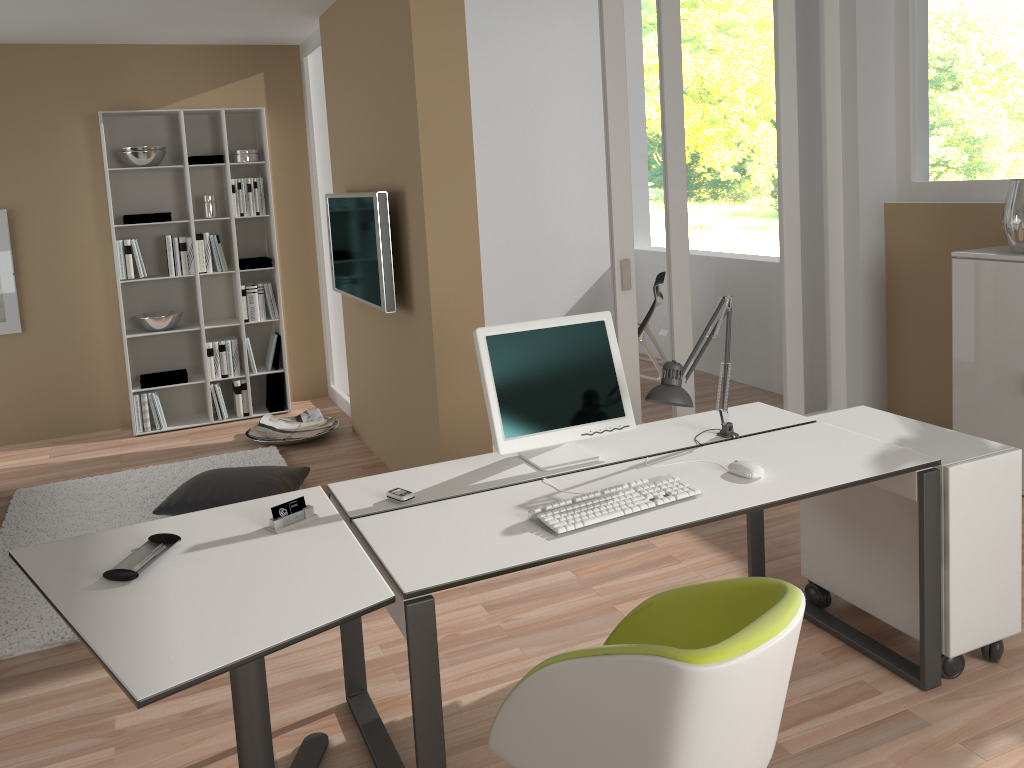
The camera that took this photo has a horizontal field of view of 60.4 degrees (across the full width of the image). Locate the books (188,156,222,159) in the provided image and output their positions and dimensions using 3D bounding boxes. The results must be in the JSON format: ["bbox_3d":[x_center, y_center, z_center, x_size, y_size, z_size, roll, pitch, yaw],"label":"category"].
[{"bbox_3d":[-2.123,-1.558,6.060,0.212,0.007,0.301,-10,15,-27],"label":"books"}]

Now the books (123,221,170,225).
[{"bbox_3d":[-2.456,-1.089,5.928,0.299,0.007,0.213,-9,14,-23],"label":"books"}]

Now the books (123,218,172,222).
[{"bbox_3d":[-2.458,-1.105,5.926,0.299,0.006,0.213,-9,14,-24],"label":"books"}]

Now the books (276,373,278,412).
[{"bbox_3d":[-1.706,0.047,6.331,0.032,0.265,0.213,-6,9,-22],"label":"books"}]

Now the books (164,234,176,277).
[{"bbox_3d":[-2.327,-0.877,5.990,0.040,0.271,0.210,-6,9,-22],"label":"books"}]

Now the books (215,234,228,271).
[{"bbox_3d":[-2.031,-0.920,6.139,0.058,0.254,0.210,-6,9,-22],"label":"books"}]

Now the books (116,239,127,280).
[{"bbox_3d":[-2.604,-0.833,5.868,0.040,0.255,0.210,-6,9,-22],"label":"books"}]

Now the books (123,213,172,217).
[{"bbox_3d":[-2.455,-1.138,5.924,0.299,0.007,0.213,-9,14,-23],"label":"books"}]

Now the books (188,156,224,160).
[{"bbox_3d":[-2.120,-1.554,6.065,0.212,0.007,0.301,-10,15,-27],"label":"books"}]

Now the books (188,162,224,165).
[{"bbox_3d":[-2.121,-1.516,6.068,0.212,0.006,0.301,-10,15,-27],"label":"books"}]

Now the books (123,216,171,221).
[{"bbox_3d":[-2.456,-1.116,5.927,0.299,0.006,0.213,-9,14,-23],"label":"books"}]

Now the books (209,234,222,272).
[{"bbox_3d":[-2.066,-0.912,6.111,0.060,0.256,0.210,-6,9,-22],"label":"books"}]

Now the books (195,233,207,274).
[{"bbox_3d":[-2.155,-0.905,6.075,0.053,0.268,0.210,-6,9,-22],"label":"books"}]

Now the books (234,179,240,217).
[{"bbox_3d":[-1.924,-1.295,6.128,0.020,0.255,0.210,-6,9,-22],"label":"books"}]

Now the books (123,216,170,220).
[{"bbox_3d":[-2.457,-1.121,5.924,0.299,0.006,0.213,-9,14,-21],"label":"books"}]

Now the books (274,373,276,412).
[{"bbox_3d":[-1.717,0.049,6.327,0.032,0.265,0.213,-6,9,-22],"label":"books"}]

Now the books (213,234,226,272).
[{"bbox_3d":[-2.041,-0.913,6.118,0.058,0.254,0.210,-6,9,-22],"label":"books"}]

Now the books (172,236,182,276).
[{"bbox_3d":[-2.288,-0.875,6.007,0.040,0.255,0.210,-6,9,-22],"label":"books"}]

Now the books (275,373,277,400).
[{"bbox_3d":[-1.712,0.045,6.329,0.032,0.270,0.222,-6,9,-22],"label":"books"}]

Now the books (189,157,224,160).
[{"bbox_3d":[-2.120,-1.549,6.066,0.212,0.007,0.301,-10,15,-27],"label":"books"}]

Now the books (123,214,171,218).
[{"bbox_3d":[-2.459,-1.133,5.928,0.299,0.007,0.213,-9,14,-23],"label":"books"}]

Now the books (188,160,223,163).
[{"bbox_3d":[-2.121,-1.532,6.065,0.212,0.006,0.301,-10,15,-27],"label":"books"}]

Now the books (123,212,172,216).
[{"bbox_3d":[-2.455,-1.143,5.925,0.299,0.006,0.213,-9,14,-23],"label":"books"}]

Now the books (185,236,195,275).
[{"bbox_3d":[-2.212,-0.884,6.042,0.040,0.248,0.210,-6,10,-22],"label":"books"}]

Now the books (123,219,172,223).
[{"bbox_3d":[-2.456,-1.100,5.928,0.299,0.006,0.213,-9,14,-23],"label":"books"}]

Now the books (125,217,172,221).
[{"bbox_3d":[-2.455,-1.111,5.927,0.299,0.006,0.213,-9,14,-23],"label":"books"}]

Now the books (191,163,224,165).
[{"bbox_3d":[-2.122,-1.511,6.069,0.212,0.007,0.301,-10,15,-27],"label":"books"}]

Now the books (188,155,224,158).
[{"bbox_3d":[-2.122,-1.563,6.059,0.212,0.006,0.301,-10,15,-27],"label":"books"}]

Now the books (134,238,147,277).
[{"bbox_3d":[-2.498,-0.852,5.922,0.058,0.254,0.210,-6,9,-22],"label":"books"}]

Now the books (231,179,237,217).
[{"bbox_3d":[-1.940,-1.291,6.113,0.020,0.255,0.210,-6,9,-22],"label":"books"}]

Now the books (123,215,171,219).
[{"bbox_3d":[-2.458,-1.128,5.928,0.299,0.007,0.213,-9,14,-23],"label":"books"}]

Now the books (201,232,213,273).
[{"bbox_3d":[-2.113,-0.914,6.095,0.040,0.272,0.210,-6,9,-22],"label":"books"}]

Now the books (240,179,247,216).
[{"bbox_3d":[-1.885,-1.301,6.143,0.020,0.255,0.210,-6,9,-22],"label":"books"}]

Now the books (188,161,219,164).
[{"bbox_3d":[-2.123,-1.528,6.069,0.212,0.006,0.301,-11,15,-29],"label":"books"}]

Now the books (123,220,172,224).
[{"bbox_3d":[-2.456,-1.094,5.929,0.299,0.006,0.213,-9,14,-23],"label":"books"}]

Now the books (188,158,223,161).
[{"bbox_3d":[-2.124,-1.543,6.064,0.212,0.006,0.301,-10,15,-26],"label":"books"}]

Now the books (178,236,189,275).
[{"bbox_3d":[-2.248,-0.880,6.019,0.040,0.255,0.210,-6,9,-22],"label":"books"}]

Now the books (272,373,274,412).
[{"bbox_3d":[-1.726,0.048,6.321,0.032,0.268,0.219,-6,9,-22],"label":"books"}]

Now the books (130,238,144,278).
[{"bbox_3d":[-2.515,-0.847,5.903,0.060,0.256,0.210,-6,9,-22],"label":"books"}]

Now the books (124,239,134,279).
[{"bbox_3d":[-2.559,-0.839,5.881,0.040,0.255,0.210,-6,9,-22],"label":"books"}]

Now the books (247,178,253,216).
[{"bbox_3d":[-1.843,-1.306,6.155,0.020,0.255,0.210,-6,9,-22],"label":"books"}]

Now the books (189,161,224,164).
[{"bbox_3d":[-2.121,-1.521,6.067,0.212,0.006,0.301,-10,15,-27],"label":"books"}]

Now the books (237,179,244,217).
[{"bbox_3d":[-1.903,-1.298,6.134,0.020,0.255,0.210,-6,9,-22],"label":"books"}]

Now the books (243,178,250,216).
[{"bbox_3d":[-1.865,-1.304,6.152,0.020,0.255,0.210,-6,9,-22],"label":"books"}]

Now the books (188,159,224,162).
[{"bbox_3d":[-2.122,-1.537,6.064,0.212,0.006,0.301,-10,15,-27],"label":"books"}]
